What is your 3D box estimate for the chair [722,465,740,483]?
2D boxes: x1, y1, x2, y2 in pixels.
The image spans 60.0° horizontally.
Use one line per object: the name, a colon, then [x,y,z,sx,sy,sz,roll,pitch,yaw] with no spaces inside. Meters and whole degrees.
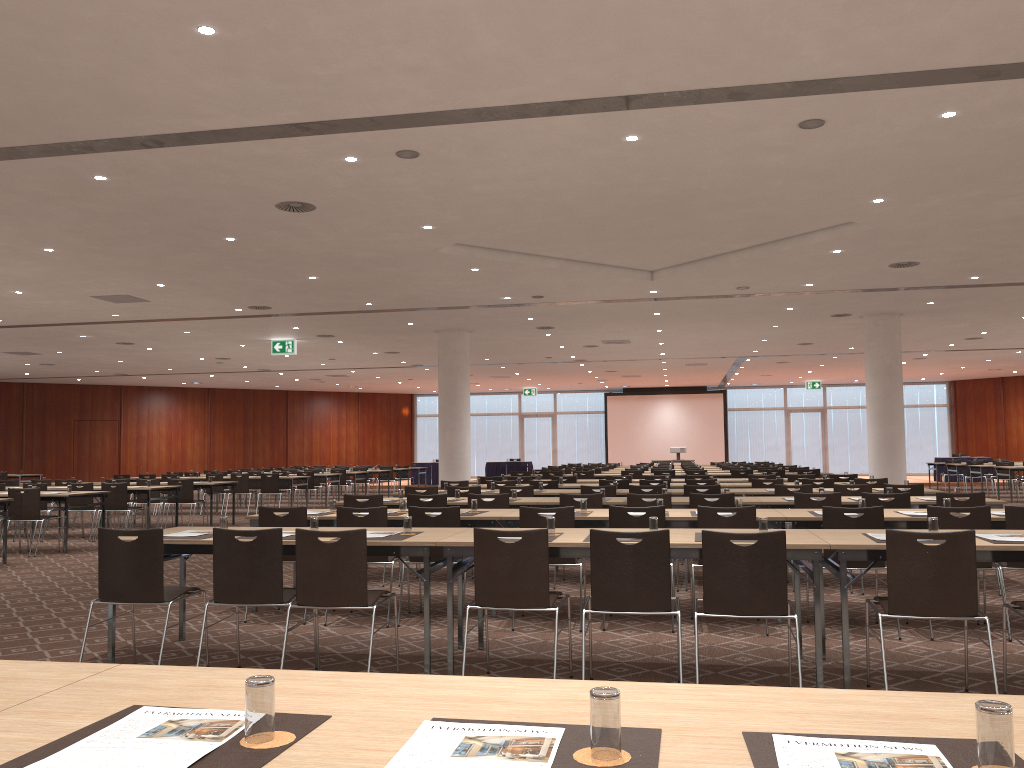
chair: [5.421,2.483,21.928,0.535,0.939,0.614,-1,-4,11]

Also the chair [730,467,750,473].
chair: [5.103,2.333,19.878,0.535,0.939,0.614,-1,-4,9]

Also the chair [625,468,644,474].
chair: [2.822,2.393,20.297,0.535,0.939,0.614,-1,-4,10]

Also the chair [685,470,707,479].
chair: [3.774,2.216,18.092,0.535,0.939,0.614,-1,-4,12]

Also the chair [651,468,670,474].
chair: [3.394,2.380,20.227,0.535,0.939,0.614,-1,-4,9]

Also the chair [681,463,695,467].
chair: [5.183,2.787,25.952,0.535,0.939,0.614,-2,-4,13]

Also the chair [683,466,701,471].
chair: [4.478,2.501,22.022,0.535,0.939,0.614,-1,-4,9]

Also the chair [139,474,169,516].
chair: [-8.272,2.531,20.336,0.535,0.939,0.614,-1,-4,12]

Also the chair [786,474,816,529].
chair: [4.693,1.930,14.408,0.535,0.939,0.614,-1,-4,10]

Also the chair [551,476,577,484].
chair: [0.918,2.031,15.142,0.535,0.939,0.614,-2,-4,12]

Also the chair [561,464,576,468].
chair: [1.722,2.882,26.665,0.535,0.939,0.614,-1,-4,8]

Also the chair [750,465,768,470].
chair: [6.061,2.460,21.732,0.535,0.939,0.614,-2,-4,12]

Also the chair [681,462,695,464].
chair: [5.569,2.934,27.989,0.535,0.939,0.614,-2,-4,13]

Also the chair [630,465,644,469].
chair: [3.470,2.679,24.237,0.535,0.939,0.614,-1,-4,12]

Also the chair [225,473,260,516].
chair: [-6.020,2.467,19.841,0.535,0.939,0.614,-1,-4,9]

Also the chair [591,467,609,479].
chair: [2.245,2.559,22.432,0.535,0.939,0.614,-1,-4,8]

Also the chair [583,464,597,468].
chair: [2.344,2.860,26.473,0.535,0.939,0.614,-1,-4,9]

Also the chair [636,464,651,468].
chair: [3.921,2.825,26.262,0.535,0.939,0.614,-2,-4,13]

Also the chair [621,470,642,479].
chair: [2.497,2.252,18.362,0.535,0.939,0.614,-1,-4,11]

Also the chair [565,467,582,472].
chair: [1.601,2.579,22.585,0.536,0.939,0.614,-2,-4,13]

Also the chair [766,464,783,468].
chair: [6.989,2.588,23.592,0.535,0.939,0.614,-2,-4,12]

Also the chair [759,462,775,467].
chair: [7.353,2.733,25.590,0.535,0.939,0.614,-1,-4,10]

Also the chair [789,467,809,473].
chair: [6.357,2.301,19.648,0.535,0.939,0.614,-2,-4,12]

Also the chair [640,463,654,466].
chair: [4.293,2.964,28.180,0.535,0.939,0.614,-1,-4,11]

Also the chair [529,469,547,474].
chair: [0.639,2.452,20.732,0.535,0.939,0.614,-1,-4,11]

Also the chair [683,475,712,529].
chair: [3.094,1.974,14.744,0.535,0.939,0.614,-1,-4,7]

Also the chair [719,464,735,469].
chair: [5.793,2.619,23.811,0.535,0.939,0.614,-1,-4,10]

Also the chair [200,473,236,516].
chair: [-6.656,2.494,20.100,0.535,0.939,0.614,-2,-4,13]

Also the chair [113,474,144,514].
chair: [-8.862,2.540,20.362,0.536,0.939,0.614,-2,-4,13]

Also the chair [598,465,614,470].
chair: [2.616,2.704,24.429,0.535,0.939,0.614,-2,-4,13]

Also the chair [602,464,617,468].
chair: [2.922,2.848,26.402,0.535,0.939,0.614,-2,-4,13]

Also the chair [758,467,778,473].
chair: [5.707,2.320,19.803,0.535,0.939,0.614,-1,-4,10]

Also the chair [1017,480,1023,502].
chair: [12.174,2.309,20.707,0.535,0.939,0.614,-1,-4,10]

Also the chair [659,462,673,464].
chair: [4.892,2.946,28.035,0.535,0.939,0.614,-1,-4,10]

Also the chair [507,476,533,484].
chair: [0.166,2.044,15.202,0.535,0.939,0.614,-1,-4,8]

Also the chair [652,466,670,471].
chair: [3.758,2.526,22.233,0.535,0.939,0.614,-1,-4,11]

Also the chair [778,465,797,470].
chair: [6.724,2.446,21.646,0.535,0.939,0.614,-1,-4,10]

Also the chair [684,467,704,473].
chair: [4.136,2.364,20.134,0.535,0.939,0.614,-1,-4,8]

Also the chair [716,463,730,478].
chair: [6.191,2.766,25.846,0.535,0.939,0.614,-2,-4,12]

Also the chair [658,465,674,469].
chair: [4.199,2.663,24.139,0.535,0.939,0.614,-1,-4,9]

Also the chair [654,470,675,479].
chair: [3.154,2.238,18.284,0.535,0.939,0.614,-1,-4,10]

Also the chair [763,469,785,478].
chair: [5.254,2.178,17.821,0.535,0.939,0.614,-1,-4,9]

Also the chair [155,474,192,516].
chair: [-7.681,2.510,20.145,0.535,0.939,0.614,-2,-4,12]

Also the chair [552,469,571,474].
chair: [1.189,2.435,20.596,0.535,0.939,0.614,-2,-4,13]

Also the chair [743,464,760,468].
chair: [6.401,2.606,23.735,0.535,0.939,0.614,-1,-4,8]

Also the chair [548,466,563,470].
chair: [1.242,2.737,24.645,0.535,0.939,0.614,-1,-4,11]

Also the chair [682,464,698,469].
chair: [4.829,2.650,24.066,0.535,0.939,0.614,-1,-4,8]

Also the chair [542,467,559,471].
chair: [1.000,2.597,22.738,0.535,0.939,0.614,-1,-4,8]

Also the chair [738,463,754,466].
chair: [6.766,2.745,25.662,0.535,0.939,0.614,-1,-4,11]

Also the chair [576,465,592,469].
chair: [2.012,2.723,24.582,0.535,0.939,0.614,-1,-4,10]

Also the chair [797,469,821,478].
chair: [5.947,2.166,17.772,0.535,0.939,0.614,-2,-4,13]

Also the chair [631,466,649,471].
chair: [3.233,2.536,22.286,0.535,0.939,0.614,-2,-4,12]

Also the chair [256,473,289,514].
chair: [-5.337,2.455,19.798,0.535,0.939,0.614,-1,-4,9]

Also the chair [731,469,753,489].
chair: [4.656,2.196,17.966,0.535,0.939,0.614,-1,-4,9]

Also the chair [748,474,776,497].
chair: [4.080,1.943,14.485,0.535,0.939,0.614,-1,-4,10]

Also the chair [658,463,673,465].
chair: [4.550,2.806,26.104,0.535,0.939,0.614,-2,-4,13]

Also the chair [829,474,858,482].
chair: [5.309,1.911,14.259,0.535,0.939,0.614,-1,-4,8]
